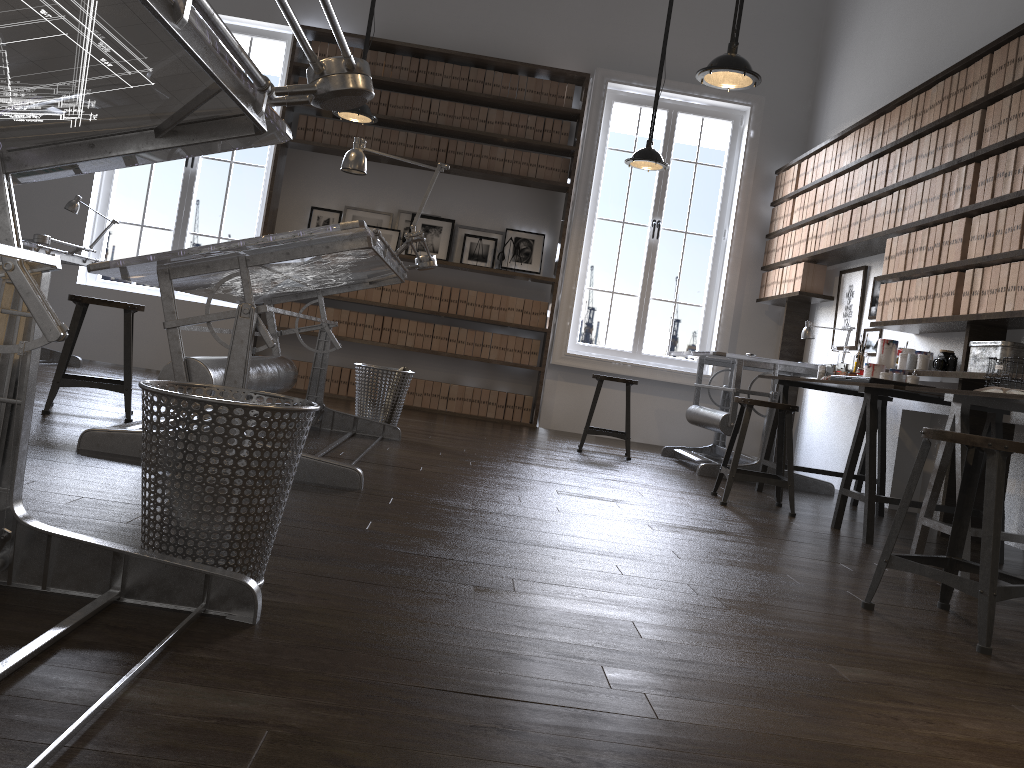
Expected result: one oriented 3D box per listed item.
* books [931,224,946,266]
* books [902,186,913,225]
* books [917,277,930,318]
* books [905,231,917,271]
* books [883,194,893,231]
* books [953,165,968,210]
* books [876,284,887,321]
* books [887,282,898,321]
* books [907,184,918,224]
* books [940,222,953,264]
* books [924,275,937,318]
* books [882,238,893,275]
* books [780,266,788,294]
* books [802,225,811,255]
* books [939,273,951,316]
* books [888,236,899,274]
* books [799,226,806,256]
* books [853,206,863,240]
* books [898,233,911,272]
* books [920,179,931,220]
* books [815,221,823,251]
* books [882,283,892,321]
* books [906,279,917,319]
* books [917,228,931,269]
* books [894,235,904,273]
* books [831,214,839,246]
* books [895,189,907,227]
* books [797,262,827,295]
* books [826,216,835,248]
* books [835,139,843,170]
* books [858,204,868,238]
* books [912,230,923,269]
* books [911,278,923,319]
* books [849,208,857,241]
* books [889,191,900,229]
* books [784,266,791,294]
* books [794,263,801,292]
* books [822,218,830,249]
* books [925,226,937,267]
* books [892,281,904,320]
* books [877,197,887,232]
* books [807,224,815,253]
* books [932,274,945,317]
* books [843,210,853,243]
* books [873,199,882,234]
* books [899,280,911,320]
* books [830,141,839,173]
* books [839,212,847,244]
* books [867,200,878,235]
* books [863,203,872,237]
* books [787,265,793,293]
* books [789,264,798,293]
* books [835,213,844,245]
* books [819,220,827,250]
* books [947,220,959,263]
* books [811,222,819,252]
[{"bbox_3d":[2.299,-0.707,4.616,0.174,0.226,0.067,9,-1,-3],"label":"books"},{"bbox_3d":[2.328,-0.995,5.035,0.174,0.226,0.066,9,-1,-3],"label":"books"},{"bbox_3d":[2.254,-0.442,4.675,0.174,0.226,0.066,9,-1,-3],"label":"books"},{"bbox_3d":[2.291,-0.717,4.904,0.174,0.226,0.066,9,-1,-3],"label":"books"},{"bbox_3d":[2.310,-0.997,5.255,0.174,0.226,0.067,9,-1,-3],"label":"books"},{"bbox_3d":[2.349,-0.977,4.484,0.174,0.226,0.066,9,-1,-3],"label":"books"},{"bbox_3d":[2.231,-0.459,5.159,0.174,0.226,0.067,9,-1,-3],"label":"books"},{"bbox_3d":[2.240,-0.454,5.030,0.174,0.226,0.066,9,-1,-3],"label":"books"},{"bbox_3d":[2.329,-0.993,4.965,0.174,0.226,0.066,9,-1,-3],"label":"books"},{"bbox_3d":[2.308,-0.704,4.542,0.174,0.226,0.066,9,-1,-3],"label":"books"},{"bbox_3d":[2.257,-0.440,4.603,0.174,0.226,0.067,9,-1,-3],"label":"books"},{"bbox_3d":[2.273,-0.727,5.173,0.174,0.226,0.067,9,-1,-3],"label":"books"},{"bbox_3d":[2.191,-0.786,6.875,0.174,0.226,0.067,9,-1,-3],"label":"books"},{"bbox_3d":[2.248,-1.048,6.539,0.174,0.226,0.067,9,-1,-3],"label":"books"},{"bbox_3d":[2.270,-0.434,4.475,0.174,0.226,0.066,9,-1,-3],"label":"books"},{"bbox_3d":[2.278,-0.724,5.101,0.174,0.226,0.066,9,-1,-3],"label":"books"},{"bbox_3d":[2.250,-1.050,6.603,0.174,0.226,0.066,9,-1,-3],"label":"books"},{"bbox_3d":[2.291,-1.011,5.666,0.174,0.226,0.066,9,-1,-3],"label":"books"},{"bbox_3d":[2.282,-0.720,4.971,0.174,0.226,0.067,9,-1,-3],"label":"books"},{"bbox_3d":[2.334,-0.988,4.822,0.174,0.226,0.066,9,-1,-3],"label":"books"},{"bbox_3d":[2.264,-1.032,6.298,0.174,0.226,0.066,9,-1,-3],"label":"books"},{"bbox_3d":[2.239,-0.456,5.093,0.174,0.226,0.066,9,-1,-3],"label":"books"},{"bbox_3d":[2.254,-0.446,4.818,0.174,0.226,0.066,9,-1,-3],"label":"books"},{"bbox_3d":[2.293,-0.712,4.762,0.174,0.226,0.066,9,-1,-3],"label":"books"},{"bbox_3d":[2.283,-0.722,5.038,0.174,0.226,0.066,9,-1,-3],"label":"books"},{"bbox_3d":[2.272,-1.023,6.014,0.174,0.226,0.067,9,-1,-3],"label":"books"},{"bbox_3d":[2.321,-0.998,5.104,0.174,0.226,0.066,9,-1,-3],"label":"books"},{"bbox_3d":[2.211,-0.773,6.534,0.174,0.226,0.066,9,-1,-3],"label":"books"},{"bbox_3d":[2.269,-1.026,6.086,0.174,0.226,0.066,9,-1,-3],"label":"books"},{"bbox_3d":[2.355,-1.573,6.163,0.174,0.226,0.066,9,-1,-3],"label":"books"},{"bbox_3d":[2.299,-1.008,5.595,0.174,0.226,0.066,9,-1,-3],"label":"books"},{"bbox_3d":[2.294,-0.714,4.833,0.174,0.226,0.066,9,-1,-3],"label":"books"},{"bbox_3d":[2.254,-0.444,4.748,0.174,0.226,0.066,9,-1,-3],"label":"books"},{"bbox_3d":[2.293,-1.013,5.737,0.174,0.226,0.066,9,-1,-3],"label":"books"},{"bbox_3d":[2.314,-1.001,5.177,0.174,0.226,0.066,9,-1,-3],"label":"books"},{"bbox_3d":[2.196,-0.783,6.802,0.174,0.226,0.066,9,-1,-3],"label":"books"},{"bbox_3d":[2.210,-0.776,6.603,0.174,0.226,0.066,9,-1,-3],"label":"books"},{"bbox_3d":[2.269,-1.028,6.159,0.174,0.226,0.066,9,-1,-3],"label":"books"},{"bbox_3d":[2.301,-0.709,4.691,0.174,0.226,0.066,9,-1,-3],"label":"books"},{"bbox_3d":[2.242,-0.452,4.957,0.174,0.226,0.067,9,-1,-3],"label":"books"},{"bbox_3d":[2.309,-0.999,5.327,0.174,0.226,0.066,9,-1,-3],"label":"books"},{"bbox_3d":[2.255,-1.038,6.450,0.174,0.226,0.066,9,-1,-3],"label":"books"},{"bbox_3d":[2.265,-0.437,4.540,0.174,0.226,0.066,9,-1,-3],"label":"books"},{"bbox_3d":[2.283,-1.016,5.811,0.174,0.226,0.067,9,-1,-3],"label":"books"},{"bbox_3d":[2.307,-1.001,5.390,0.174,0.226,0.066,9,-1,-3],"label":"books"},{"bbox_3d":[2.249,-0.449,4.887,0.174,0.226,0.066,9,-1,-3],"label":"books"},{"bbox_3d":[2.348,-1.576,6.233,0.174,0.226,0.067,9,-1,-3],"label":"books"},{"bbox_3d":[2.285,-1.018,5.886,0.174,0.226,0.066,9,-1,-3],"label":"books"},{"bbox_3d":[2.300,-1.004,5.457,0.174,0.226,0.067,9,-1,-3],"label":"books"},{"bbox_3d":[2.302,-1.005,5.524,0.174,0.226,0.066,9,-1,-3],"label":"books"},{"bbox_3d":[2.201,-0.781,6.740,0.174,0.226,0.066,9,-1,-3],"label":"books"},{"bbox_3d":[2.200,-0.779,6.673,0.174,0.226,0.067,9,-1,-3],"label":"books"},{"bbox_3d":[2.280,-1.020,5.951,0.174,0.226,0.066,9,-1,-3],"label":"books"},{"bbox_3d":[2.269,-1.030,6.229,0.174,0.226,0.066,9,-1,-3],"label":"books"},{"bbox_3d":[2.310,-0.702,4.467,0.174,0.226,0.066,9,-1,-3],"label":"books"},{"bbox_3d":[2.257,-1.035,6.368,0.174,0.226,0.067,9,-1,-3],"label":"books"}]
